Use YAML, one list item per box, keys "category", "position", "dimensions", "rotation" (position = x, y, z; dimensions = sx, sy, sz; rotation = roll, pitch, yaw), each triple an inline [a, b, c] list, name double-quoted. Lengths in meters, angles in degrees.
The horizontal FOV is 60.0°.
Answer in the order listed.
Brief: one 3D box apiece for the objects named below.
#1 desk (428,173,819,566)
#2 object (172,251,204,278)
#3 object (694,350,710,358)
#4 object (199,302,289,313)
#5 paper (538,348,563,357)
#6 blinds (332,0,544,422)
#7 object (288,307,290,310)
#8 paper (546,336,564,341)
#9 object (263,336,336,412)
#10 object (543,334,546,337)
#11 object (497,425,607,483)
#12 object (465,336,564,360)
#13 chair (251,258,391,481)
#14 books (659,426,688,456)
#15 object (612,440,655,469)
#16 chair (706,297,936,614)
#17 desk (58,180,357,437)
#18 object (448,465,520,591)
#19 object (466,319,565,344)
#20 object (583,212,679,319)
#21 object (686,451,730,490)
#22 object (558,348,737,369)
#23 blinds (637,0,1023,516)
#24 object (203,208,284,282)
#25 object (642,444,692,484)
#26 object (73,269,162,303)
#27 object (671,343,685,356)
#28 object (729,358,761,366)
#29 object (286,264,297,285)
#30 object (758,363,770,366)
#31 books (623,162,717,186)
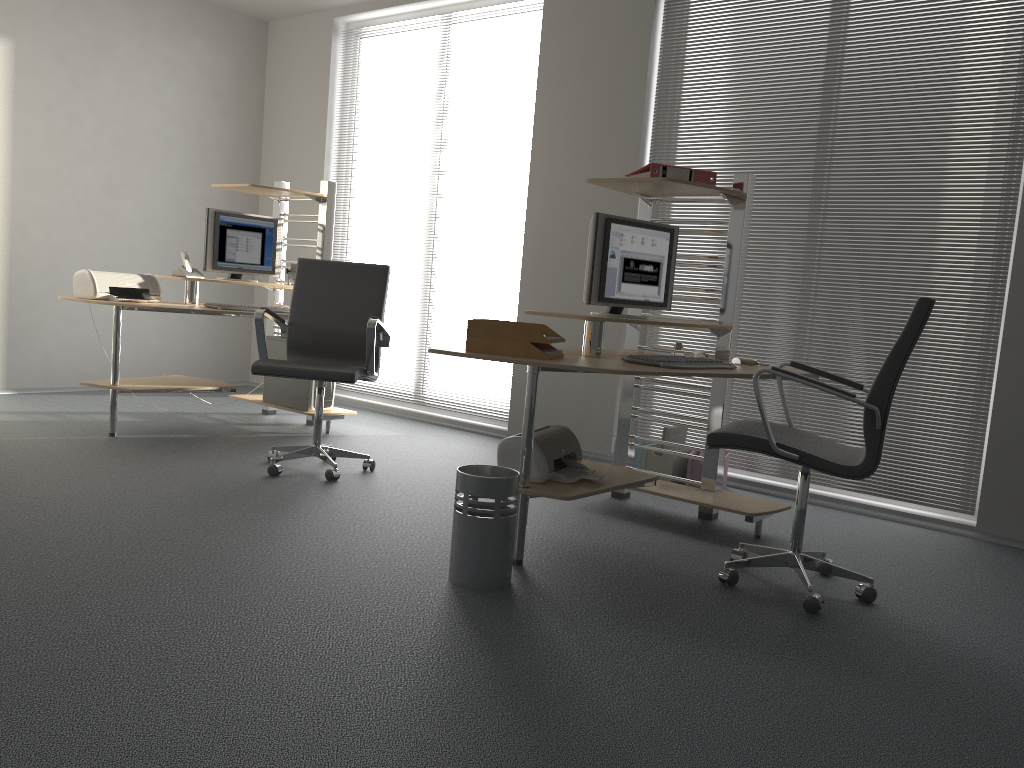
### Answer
- category: "desk"
  position: [0.519, -0.139, 3.479]
  dimensions: [0.967, 1.566, 1.469]
  rotation: [9, 7, 37]
- category: "object"
  position: [-1.909, -0.706, 5.231]
  dimensions: [0.119, 0.151, 0.150]
  rotation: [7, 6, 23]
- category: "object"
  position: [0.841, -0.129, 3.925]
  dimensions: [0.022, 0.042, 0.134]
  rotation: [4, 6, -10]
- category: "object"
  position: [-1.708, -0.449, 5.308]
  dimensions: [0.478, 0.082, 0.814]
  rotation: [-1, 8, -45]
- category: "paper"
  position: [0.015, -0.125, 3.231]
  dimensions: [0.297, 0.019, 0.210]
  rotation: [6, 6, 16]
- category: "blinds"
  position: [-0.651, -1.227, 6.368]
  dimensions: [1.950, 2.749, 0.037]
  rotation: [9, 7, 37]
- category: "object"
  position: [-1.522, -0.465, 5.595]
  dimensions: [0.742, 0.088, 0.168]
  rotation: [10, 7, 39]
- category: "paper"
  position: [0.019, -0.176, 3.226]
  dimensions: [0.297, 0.010, 0.210]
  rotation: [6, 6, 16]
- category: "object"
  position: [-1.331, -0.070, 5.581]
  dimensions: [0.471, 0.422, 0.199]
  rotation: [9, 7, 37]
- category: "object"
  position: [0.117, -0.173, 3.196]
  dimensions: [0.008, 0.009, 0.159]
  rotation: [5, 6, 1]
- category: "object"
  position: [0.184, 0.266, 3.366]
  dimensions: [0.351, 0.162, 0.438]
  rotation: [7, 6, 22]
- category: "object"
  position: [0.015, -0.137, 3.231]
  dimensions: [0.309, 0.060, 0.225]
  rotation: [6, 6, 16]
- category: "chair"
  position: [-0.938, -0.093, 4.389]
  dimensions: [0.584, 1.048, 0.652]
  rotation: [5, 6, 3]
- category: "books"
  position: [0.873, 0.377, 4.855]
  dimensions: [0.068, 0.306, 0.220]
  rotation: [9, 7, 37]
- category: "object"
  position: [0.710, 0.421, 4.983]
  dimensions: [0.185, 0.202, 0.245]
  rotation: [9, 7, 37]
- category: "chair"
  position: [1.055, 0.203, 3.111]
  dimensions: [0.652, 1.048, 0.584]
  rotation: [7, 6, 24]
- category: "desk"
  position: [-1.678, -0.494, 5.169]
  dimensions: [0.967, 1.566, 1.469]
  rotation: [9, 7, 37]
- category: "object"
  position: [-0.092, 0.472, 2.924]
  dimensions: [0.208, 0.377, 0.208]
  rotation: [4, 6, -9]
- category: "object"
  position: [0.020, -0.193, 3.225]
  dimensions: [0.309, 0.060, 0.225]
  rotation: [6, 6, 16]
- category: "object"
  position: [0.491, -0.500, 3.850]
  dimensions: [0.516, 0.418, 0.245]
  rotation: [1, 7, -30]
- category: "object"
  position: [1.049, 0.473, 4.756]
  dimensions: [0.185, 0.202, 0.245]
  rotation: [7, 6, 19]
- category: "object"
  position: [0.453, -0.095, 3.598]
  dimensions: [0.478, 0.082, 0.814]
  rotation: [-1, 8, -45]
- category: "blinds"
  position: [1.553, -0.871, 4.675]
  dimensions: [1.950, 2.770, 0.022]
  rotation: [9, 7, 37]
- category: "object"
  position: [-1.690, -0.851, 5.524]
  dimensions: [0.516, 0.418, 0.245]
  rotation: [0, 7, -38]
- category: "object"
  position: [0.855, 0.445, 4.871]
  dimensions: [0.185, 0.202, 0.245]
  rotation: [9, 7, 37]
- category: "object"
  position: [-2.146, -0.543, 4.949]
  dimensions: [0.351, 0.162, 0.438]
  rotation: [8, 7, 29]
- category: "object"
  position: [0.737, -0.147, 3.911]
  dimensions: [0.054, 0.064, 0.159]
  rotation: [5, 6, 4]
- category: "object"
  position: [1.005, -0.097, 3.822]
  dimensions: [0.132, 0.026, 0.132]
  rotation: [9, 7, 37]
- category: "object"
  position: [-1.355, -0.692, 5.629]
  dimensions: [0.154, 0.135, 0.093]
  rotation: [3, 6, -16]
- category: "object"
  position: [1.053, -0.092, 3.890]
  dimensions: [0.158, 0.011, 0.011]
  rotation: [9, 7, 34]
- category: "books"
  position: [0.688, -0.902, 3.892]
  dimensions: [0.320, 0.072, 0.262]
  rotation: [3, 6, -20]
